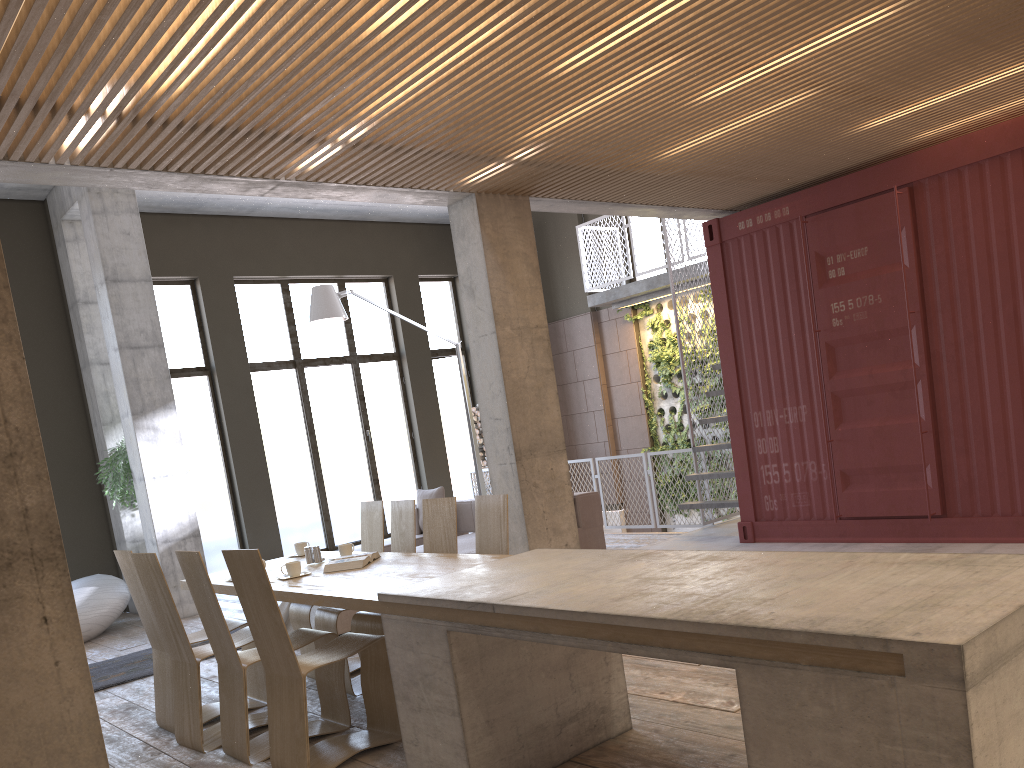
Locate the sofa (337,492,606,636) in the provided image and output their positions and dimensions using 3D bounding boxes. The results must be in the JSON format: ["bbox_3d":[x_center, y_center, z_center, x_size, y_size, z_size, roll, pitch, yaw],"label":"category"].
[{"bbox_3d":[-1.130,1.807,9.229,2.971,0.792,3.023,-7,-3,-40],"label":"sofa"}]

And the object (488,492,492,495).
[{"bbox_3d":[-0.258,1.907,15.285,0.429,0.080,0.115,-7,-1,-39],"label":"object"}]

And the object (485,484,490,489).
[{"bbox_3d":[-0.316,1.758,15.211,0.473,0.084,0.094,-7,-1,-41],"label":"object"}]

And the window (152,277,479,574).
[{"bbox_3d":[-4.110,0.617,12.433,9.080,4.211,0.210,-8,4,-42],"label":"window"}]

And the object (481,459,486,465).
[{"bbox_3d":[-0.362,1.323,15.236,0.449,0.090,0.091,-7,0,-39],"label":"object"}]

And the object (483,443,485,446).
[{"bbox_3d":[-0.339,1.008,15.043,0.328,0.057,0.089,-7,-1,-39],"label":"object"}]

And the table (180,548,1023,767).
[{"bbox_3d":[-0.172,1.380,4.399,0.997,0.929,5.233,-10,-1,-41],"label":"table"}]

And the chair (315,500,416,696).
[{"bbox_3d":[-0.959,1.437,5.964,0.712,1.207,0.350,-11,6,-35],"label":"chair"}]

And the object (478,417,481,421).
[{"bbox_3d":[-0.402,0.572,15.001,0.417,0.067,0.068,-7,0,-41],"label":"object"}]

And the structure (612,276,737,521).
[{"bbox_3d":[2.711,0.227,12.337,0.989,3.858,2.643,-13,5,-41],"label":"structure"}]

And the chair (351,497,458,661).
[{"bbox_3d":[-0.645,1.369,5.566,0.710,1.207,0.351,-12,6,-43],"label":"chair"}]

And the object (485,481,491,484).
[{"bbox_3d":[-0.266,1.674,15.168,0.429,0.080,0.116,-7,-1,-41],"label":"object"}]

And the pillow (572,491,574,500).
[{"bbox_3d":[0.498,1.282,8.900,0.185,0.370,0.364,-12,3,-36],"label":"pillow"}]

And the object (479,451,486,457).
[{"bbox_3d":[-0.366,1.194,15.213,0.429,0.080,0.115,-7,-1,-39],"label":"object"}]

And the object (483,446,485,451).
[{"bbox_3d":[-0.347,1.085,15.027,0.290,0.108,0.099,-7,0,-41],"label":"object"}]

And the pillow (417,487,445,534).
[{"bbox_3d":[-0.987,1.530,10.589,0.218,0.562,0.567,-12,3,-39],"label":"pillow"}]

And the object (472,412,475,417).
[{"bbox_3d":[-0.522,0.502,15.085,0.429,0.080,0.114,-7,-1,-41],"label":"object"}]

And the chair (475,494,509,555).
[{"bbox_3d":[-0.324,1.301,5.175,0.712,1.207,0.350,-11,6,-35],"label":"chair"}]

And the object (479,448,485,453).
[{"bbox_3d":[-0.438,1.132,15.217,0.449,0.090,0.091,-7,0,-38],"label":"object"}]

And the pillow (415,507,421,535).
[{"bbox_3d":[-1.181,1.700,10.807,0.150,0.380,0.367,-9,2,-8],"label":"pillow"}]

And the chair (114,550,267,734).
[{"bbox_3d":[-2.049,1.592,5.703,0.711,1.207,0.350,-12,6,-40],"label":"chair"}]

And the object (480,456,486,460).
[{"bbox_3d":[-0.454,1.262,15.167,0.417,0.073,0.072,-7,0,-39],"label":"object"}]

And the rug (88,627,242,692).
[{"bbox_3d":[-2.972,2.431,8.019,2.879,0.049,1.172,-6,-4,-40],"label":"rug"}]

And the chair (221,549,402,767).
[{"bbox_3d":[-1.000,1.378,4.600,0.351,1.207,0.710,-4,6,44],"label":"chair"}]

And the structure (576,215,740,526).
[{"bbox_3d":[2.166,-0.327,11.116,2.991,4.357,3.709,-11,3,-40],"label":"structure"}]

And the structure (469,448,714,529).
[{"bbox_3d":[1.554,1.410,12.404,1.900,0.942,4.466,-8,-2,-41],"label":"structure"}]

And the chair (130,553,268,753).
[{"bbox_3d":[-1.759,1.527,5.285,0.351,1.207,0.710,-4,6,45],"label":"chair"}]

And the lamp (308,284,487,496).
[{"bbox_3d":[-1.078,0.540,10.675,0.760,3.459,2.586,-5,5,37],"label":"lamp"}]

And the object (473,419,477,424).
[{"bbox_3d":[-0.515,0.630,15.119,0.449,0.090,0.091,-7,0,-41],"label":"object"}]

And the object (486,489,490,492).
[{"bbox_3d":[-0.329,1.845,15.289,0.449,0.090,0.091,-7,0,-38],"label":"object"}]

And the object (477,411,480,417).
[{"bbox_3d":[-0.394,0.488,14.959,0.431,0.094,0.094,-7,0,-41],"label":"object"}]

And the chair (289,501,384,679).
[{"bbox_3d":[-1.238,1.500,6.391,0.711,1.207,0.350,-11,6,-37],"label":"chair"}]

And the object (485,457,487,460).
[{"bbox_3d":[-0.278,1.259,15.099,0.417,0.068,0.067,-7,0,-39],"label":"object"}]

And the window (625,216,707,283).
[{"bbox_3d":[2.878,-2.460,11.825,0.108,1.763,3.597,-14,2,-41],"label":"window"}]

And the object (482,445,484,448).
[{"bbox_3d":[-0.353,1.053,15.109,0.354,0.075,0.065,-7,1,-38],"label":"object"}]

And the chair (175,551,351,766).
[{"bbox_3d":[-1.372,1.452,4.949,0.711,1.207,0.350,-12,6,-40],"label":"chair"}]

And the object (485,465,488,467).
[{"bbox_3d":[-0.306,1.406,15.152,0.354,0.075,0.065,-7,0,-42],"label":"object"}]

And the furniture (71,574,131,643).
[{"bbox_3d":[-5.129,2.621,9.600,1.791,0.818,1.623,-9,-1,-3],"label":"furniture"}]
